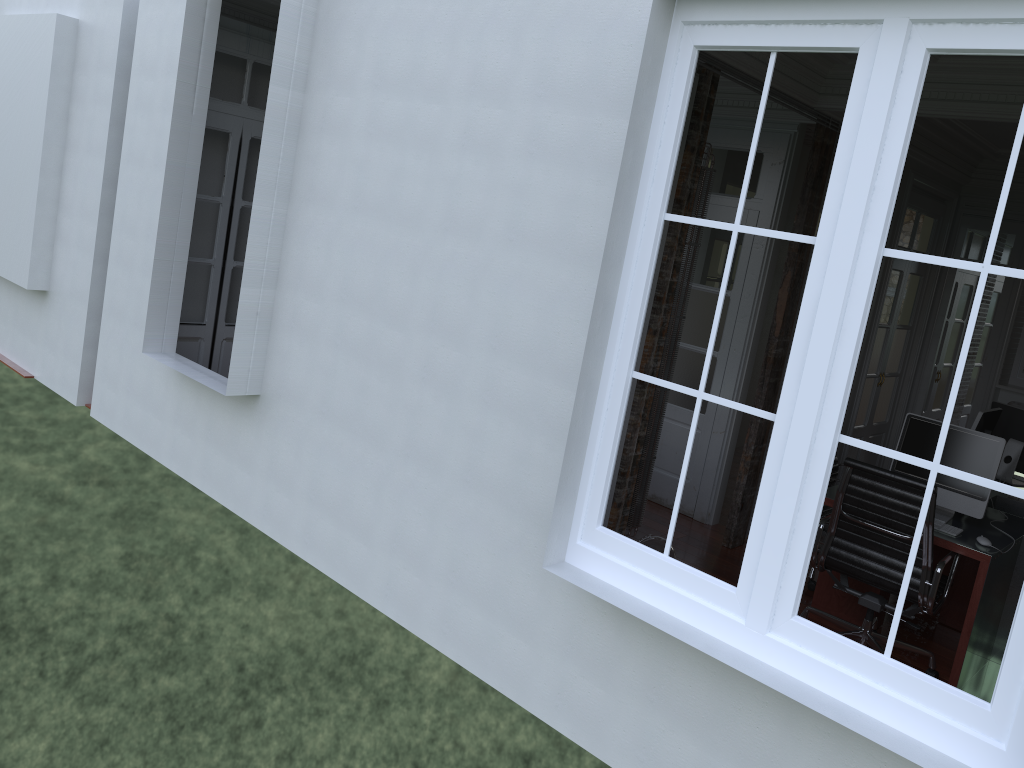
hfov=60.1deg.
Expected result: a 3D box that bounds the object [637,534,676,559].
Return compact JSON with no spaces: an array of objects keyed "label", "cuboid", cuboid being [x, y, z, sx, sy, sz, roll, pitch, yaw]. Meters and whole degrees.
[{"label":"object","cuboid":[0.762,1.009,4.840,0.236,0.380,0.221,13,9,18]}]

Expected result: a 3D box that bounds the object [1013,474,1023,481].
[{"label":"object","cuboid":[3.426,0.630,5.982,0.442,0.017,0.118,20,14,40]}]

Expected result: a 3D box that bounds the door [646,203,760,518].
[{"label":"door","cuboid":[1.106,-0.243,6.435,1.066,2.163,0.041,18,11,40]}]

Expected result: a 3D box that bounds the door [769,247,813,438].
[{"label":"door","cuboid":[3.033,-0.437,9.533,0.041,2.070,1.076,17,11,40]}]

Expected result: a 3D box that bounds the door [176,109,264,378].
[{"label":"door","cuboid":[-2.043,-0.780,6.226,0.041,2.165,1.160,17,11,40]}]

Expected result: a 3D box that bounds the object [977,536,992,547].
[{"label":"object","cuboid":[2.253,0.748,4.228,0.059,0.028,0.107,12,11,9]}]

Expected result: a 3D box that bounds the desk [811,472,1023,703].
[{"label":"desk","cuboid":[2.800,1.054,5.177,1.311,0.722,2.507,19,13,40]}]

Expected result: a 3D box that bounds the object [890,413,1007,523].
[{"label":"object","cuboid":[2.226,0.445,4.565,0.488,0.481,0.189,18,11,40]}]

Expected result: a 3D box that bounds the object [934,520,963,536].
[{"label":"object","cuboid":[2.018,0.669,4.447,0.442,0.017,0.118,20,14,40]}]

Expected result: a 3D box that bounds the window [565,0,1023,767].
[{"label":"window","cuboid":[0.944,-0.133,2.621,1.540,1.970,0.127,18,11,40]}]

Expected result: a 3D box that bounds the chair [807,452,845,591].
[{"label":"chair","cuboid":[2.044,0.713,5.465,0.704,1.015,0.666,17,11,35]}]

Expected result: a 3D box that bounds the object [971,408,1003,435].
[{"label":"object","cuboid":[2.902,0.390,5.488,0.191,0.481,0.483,17,12,40]}]

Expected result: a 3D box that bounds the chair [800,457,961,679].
[{"label":"chair","cuboid":[1.820,0.881,4.380,0.698,1.015,0.671,2,12,-45]}]

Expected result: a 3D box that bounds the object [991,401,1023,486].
[{"label":"object","cuboid":[3.308,0.405,5.798,0.189,0.481,0.489,7,10,-24]}]
